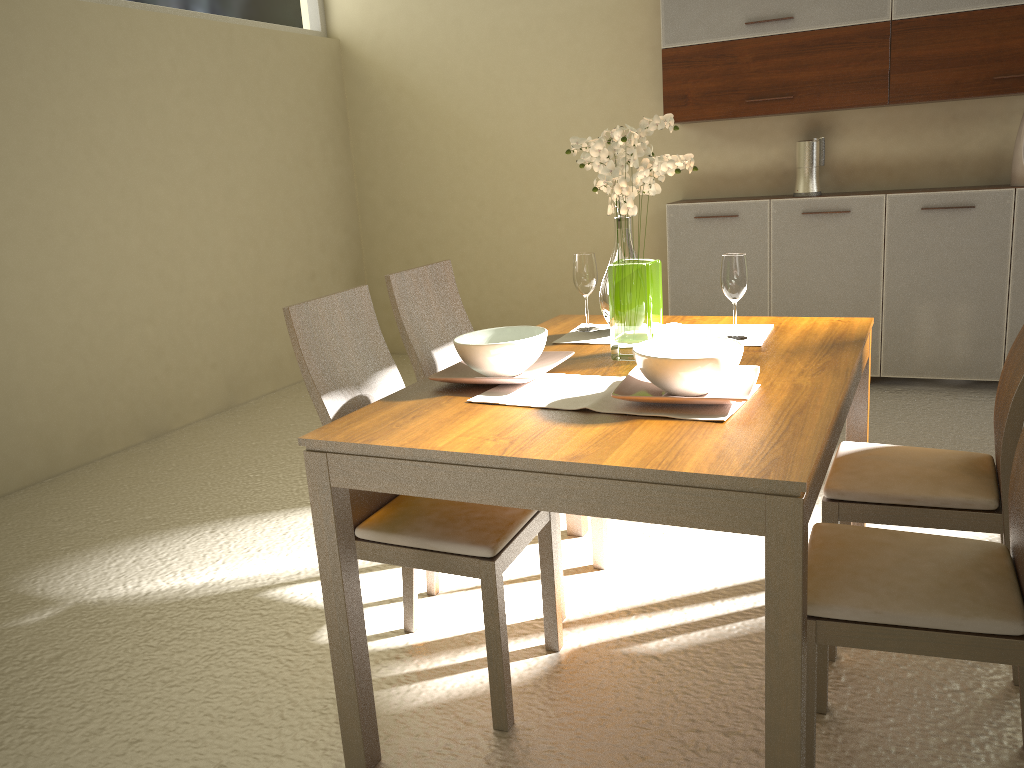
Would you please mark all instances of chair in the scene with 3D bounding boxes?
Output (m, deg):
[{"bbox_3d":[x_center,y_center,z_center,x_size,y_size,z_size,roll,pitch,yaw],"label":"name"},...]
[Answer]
[{"bbox_3d":[0.836,0.332,1.733,0.507,1.017,0.404,2,15,23],"label":"chair"},{"bbox_3d":[-0.201,0.275,2.256,0.507,1.017,0.404,2,15,23],"label":"chair"},{"bbox_3d":[1.078,0.185,2.251,0.507,1.017,0.404,3,16,26],"label":"chair"},{"bbox_3d":[-0.031,0.143,2.738,0.507,1.017,0.404,3,16,26],"label":"chair"}]

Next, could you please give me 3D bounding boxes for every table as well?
[{"bbox_3d":[0.340,0.340,2.312,1.000,0.790,1.411,3,16,26],"label":"table"}]

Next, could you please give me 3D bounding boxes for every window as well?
[{"bbox_3d":[0.595,-1.026,3.154,6.429,3.000,4.466,2,15,23],"label":"window"}]

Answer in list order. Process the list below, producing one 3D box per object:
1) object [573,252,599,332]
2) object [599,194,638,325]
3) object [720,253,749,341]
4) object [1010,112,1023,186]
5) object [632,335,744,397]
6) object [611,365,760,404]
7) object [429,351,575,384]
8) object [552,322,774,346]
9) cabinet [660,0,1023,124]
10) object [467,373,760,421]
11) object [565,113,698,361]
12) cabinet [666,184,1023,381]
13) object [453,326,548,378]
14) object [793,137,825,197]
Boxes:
[{"bbox_3d":[0.224,-0.278,2.683,0.075,0.232,0.075,-8,14,-14],"label":"object"},{"bbox_3d":[0.331,-0.369,2.614,0.156,0.426,0.156,-10,15,-22],"label":"object"},{"bbox_3d":[0.608,-0.237,2.421,0.075,0.232,0.075,-8,14,-14],"label":"object"},{"bbox_3d":[2.559,-1.178,4.377,0.153,0.384,0.153,-12,16,-29],"label":"object"},{"bbox_3d":[0.377,-0.032,1.900,0.233,0.101,0.233,0,14,15],"label":"object"},{"bbox_3d":[0.380,0.007,1.910,0.283,0.033,0.283,1,15,20],"label":"object"},{"bbox_3d":[-0.020,-0.035,2.199,0.283,0.041,0.283,3,15,25],"label":"object"},{"bbox_3d":[0.440,-0.148,2.581,0.589,0.010,0.287,2,15,23],"label":"object"},{"bbox_3d":[1.926,-1.819,4.480,2.318,0.789,0.372,3,16,26],"label":"cabinet"},{"bbox_3d":[0.223,0.018,1.977,0.589,0.010,0.287,4,16,29],"label":"object"},{"bbox_3d":[0.316,-0.365,2.253,0.304,0.608,0.302,4,16,29],"label":"object"},{"bbox_3d":[2.020,-0.521,4.805,2.318,1.018,0.372,3,16,26],"label":"cabinet"},{"bbox_3d":[-0.026,-0.074,2.191,0.232,0.107,0.233,7,17,36],"label":"object"},{"bbox_3d":[1.624,-1.182,4.827,0.181,0.305,0.150,5,17,32],"label":"object"}]
